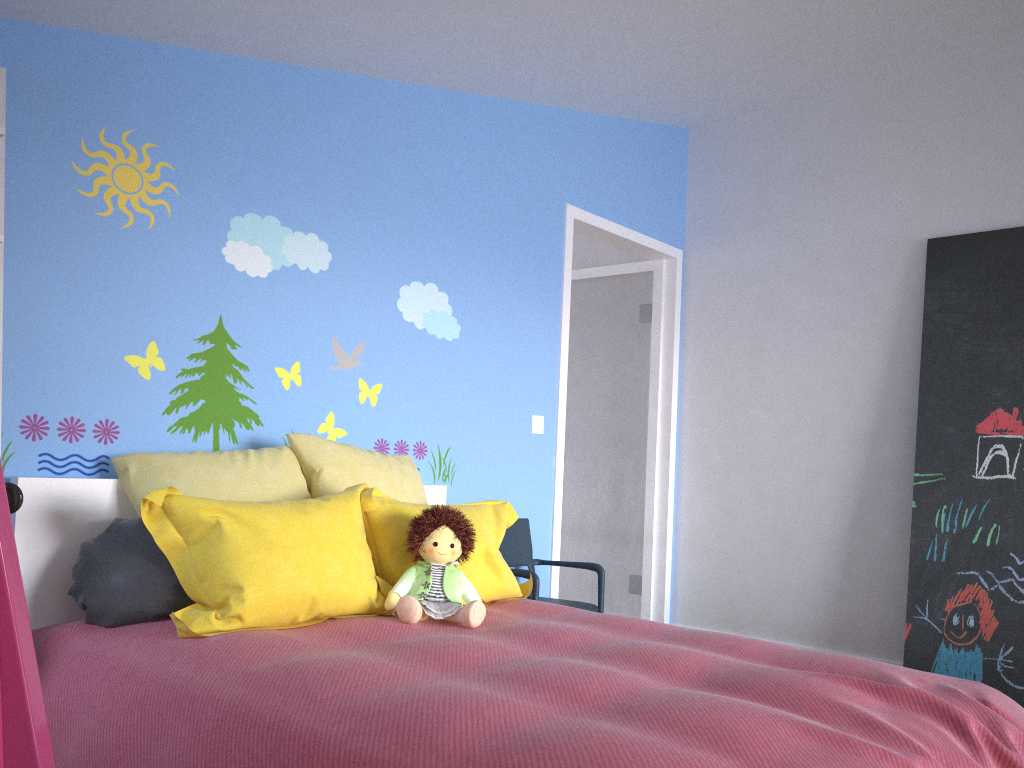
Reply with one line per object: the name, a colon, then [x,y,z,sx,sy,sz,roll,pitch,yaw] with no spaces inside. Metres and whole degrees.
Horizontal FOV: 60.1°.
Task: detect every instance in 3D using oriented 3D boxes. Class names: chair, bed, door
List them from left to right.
chair: [0.073,0.898,3.596,0.416,0.672,0.514,0,-4,38]
bed: [0.045,0.689,2.123,2.318,0.809,1.932,-2,-7,42]
door: [0.180,0.287,4.790,0.998,2.123,1.036,0,-4,42]

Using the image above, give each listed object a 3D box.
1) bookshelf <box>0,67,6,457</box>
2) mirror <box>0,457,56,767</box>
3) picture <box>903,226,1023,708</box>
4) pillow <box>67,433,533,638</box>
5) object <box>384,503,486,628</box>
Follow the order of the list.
bookshelf: [-1.387,0.092,2.014,0.380,1.846,0.392,0,-3,42]
mirror: [-0.412,0.173,0.477,0.417,1.485,0.612,3,-3,-7]
picture: [2.144,0.320,3.606,0.958,2.014,0.208,0,-3,42]
pillow: [-0.539,0.412,2.643,0.679,0.530,1.349,-1,-6,43]
object: [-0.201,0.500,2.424,0.286,0.341,0.252,3,-4,-14]
